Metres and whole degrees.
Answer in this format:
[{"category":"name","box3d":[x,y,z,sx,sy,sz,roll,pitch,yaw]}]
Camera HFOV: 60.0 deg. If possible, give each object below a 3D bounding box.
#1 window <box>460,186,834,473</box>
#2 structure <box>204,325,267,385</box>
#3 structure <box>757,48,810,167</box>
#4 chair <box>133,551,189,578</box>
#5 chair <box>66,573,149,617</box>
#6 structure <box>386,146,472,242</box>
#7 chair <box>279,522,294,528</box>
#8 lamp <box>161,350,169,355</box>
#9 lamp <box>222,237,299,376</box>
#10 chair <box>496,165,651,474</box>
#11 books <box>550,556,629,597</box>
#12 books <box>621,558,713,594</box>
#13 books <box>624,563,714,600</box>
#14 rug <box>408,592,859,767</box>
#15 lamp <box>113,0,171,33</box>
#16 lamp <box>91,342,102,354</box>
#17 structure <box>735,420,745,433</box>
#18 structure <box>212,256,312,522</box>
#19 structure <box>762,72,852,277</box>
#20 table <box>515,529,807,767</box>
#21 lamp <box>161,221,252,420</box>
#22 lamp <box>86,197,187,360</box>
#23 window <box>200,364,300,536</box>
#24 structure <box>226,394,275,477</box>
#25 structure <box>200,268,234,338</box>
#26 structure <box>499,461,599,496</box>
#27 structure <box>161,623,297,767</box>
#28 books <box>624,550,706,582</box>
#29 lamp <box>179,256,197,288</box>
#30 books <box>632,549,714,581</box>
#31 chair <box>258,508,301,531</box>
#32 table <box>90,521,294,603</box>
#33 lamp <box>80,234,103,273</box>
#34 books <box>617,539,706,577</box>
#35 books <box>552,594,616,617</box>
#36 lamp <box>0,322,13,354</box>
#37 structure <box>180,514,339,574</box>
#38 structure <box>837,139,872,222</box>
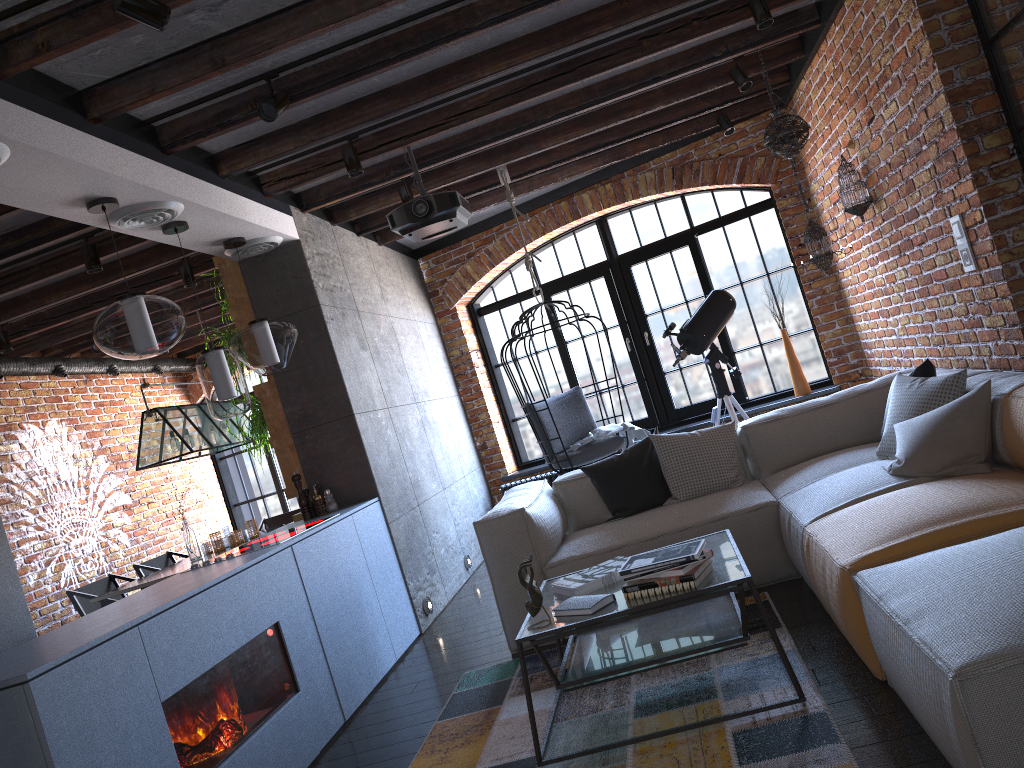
[{"category":"window","box3d":[1.041,-0.530,7.598,3.295,2.233,0.177,-18,-1,26]},{"category":"structure","box3d":[-1.667,-0.171,5.607,0.570,0.620,0.422,-17,-1,-22]},{"category":"structure","box3d":[1.546,-1.647,5.205,0.273,0.779,0.265,-17,-1,-42]},{"category":"chair","box3d":[-2.501,1.692,7.033,0.611,0.818,0.495,-18,-1,9]},{"category":"chair","box3d":[-2.622,1.712,6.249,0.611,0.818,0.495,-18,-1,9]},{"category":"structure","box3d":[-0.546,-1.236,4.953,0.409,0.816,0.464,-18,-1,9]},{"category":"chair","box3d":[-1.599,1.387,6.081,0.611,0.818,0.495,-18,-1,9]},{"category":"lamp","box3d":[-3.196,-0.367,8.158,0.094,0.206,0.160,-18,-1,6]},{"category":"lamp","box3d":[-1.390,-0.416,4.781,0.367,0.747,0.367,-17,-1,-28]},{"category":"chair","box3d":[0.217,-0.447,6.189,0.801,2.220,0.683,-17,-1,-36]},{"category":"books","box3d":[0.321,0.705,3.261,0.308,0.038,0.226,-17,-1,-21]},{"category":"books","box3d":[0.507,0.620,2.893,0.251,0.023,0.209,-18,-1,28]},{"category":"books","box3d":[0.513,0.642,2.893,0.248,0.024,0.209,-18,-1,28]},{"category":"rug","box3d":[0.269,1.149,2.816,1.432,0.013,2.364,-18,-1,9]},{"category":"lamp","box3d":[-1.116,-1.153,2.658,0.161,0.190,0.084,-16,-1,-45]},{"category":"lamp","box3d":[-3.347,-0.344,7.177,0.093,0.201,0.162,-17,-1,2]},{"category":"structure","box3d":[2.028,0.445,6.710,1.116,0.476,0.106,-18,-1,26]},{"category":"structure","box3d":[-1.168,0.294,6.785,0.206,2.381,2.829,-18,-1,9]},{"category":"structure","box3d":[1.774,-1.360,5.594,0.389,1.437,0.338,-18,-1,9]},{"category":"table","box3d":[0.482,0.869,3.111,0.842,0.388,0.848,-18,-1,9]},{"category":"lamp","box3d":[-1.460,-0.299,4.205,0.195,0.955,0.197,-18,-1,39]},{"category":"lamp","box3d":[-1.580,-0.426,3.627,0.364,0.665,0.364,-17,-1,-8]},{"category":"window","box3d":[-2.006,0.459,8.986,3.147,2.233,0.177,-18,-1,26]},{"category":"structure","box3d":[-1.479,0.272,5.626,0.423,0.620,0.570,-18,-1,28]},{"category":"structure","box3d":[-1.616,-0.571,5.601,0.570,0.620,0.422,-17,-1,-2]},{"category":"structure","box3d":[0.424,0.968,7.529,1.116,0.476,0.106,-18,-1,26]},{"category":"structure","box3d":[-1.126,1.193,3.173,0.332,0.394,0.943,-18,-1,9]},{"category":"books","box3d":[0.496,0.582,2.897,0.268,0.014,0.196,-18,-1,8]},{"category":"lamp","box3d":[-2.179,-0.748,5.948,0.082,0.184,0.113,-17,-1,-24]},{"category":"books","box3d":[0.513,0.596,2.914,0.239,0.023,0.190,-19,-2,43]},{"category":"chair","box3d":[-1.895,1.513,7.537,0.495,0.818,0.610,-18,-1,9]},{"category":"table","box3d":[-2.036,1.579,6.560,0.905,0.737,1.887,-18,-1,9]},{"category":"lamp","box3d":[-2.340,-0.721,4.923,0.082,0.184,0.116,-17,-1,-31]},{"category":"books","box3d":[0.491,0.568,2.898,0.268,0.014,0.196,-18,-1,20]},{"category":"books","box3d":[0.235,0.727,2.924,0.129,0.029,0.182,-16,-2,-44]},{"category":"lamp","box3d":[-3.529,-0.317,6.154,0.124,0.189,0.083,-18,-1,43]},{"category":"structure","box3d":[-1.201,0.781,4.341,0.504,0.057,0.763,-18,-1,9]},{"category":"structure","box3d":[1.969,-1.172,5.159,0.169,0.482,0.169,-18,-1,9]}]
